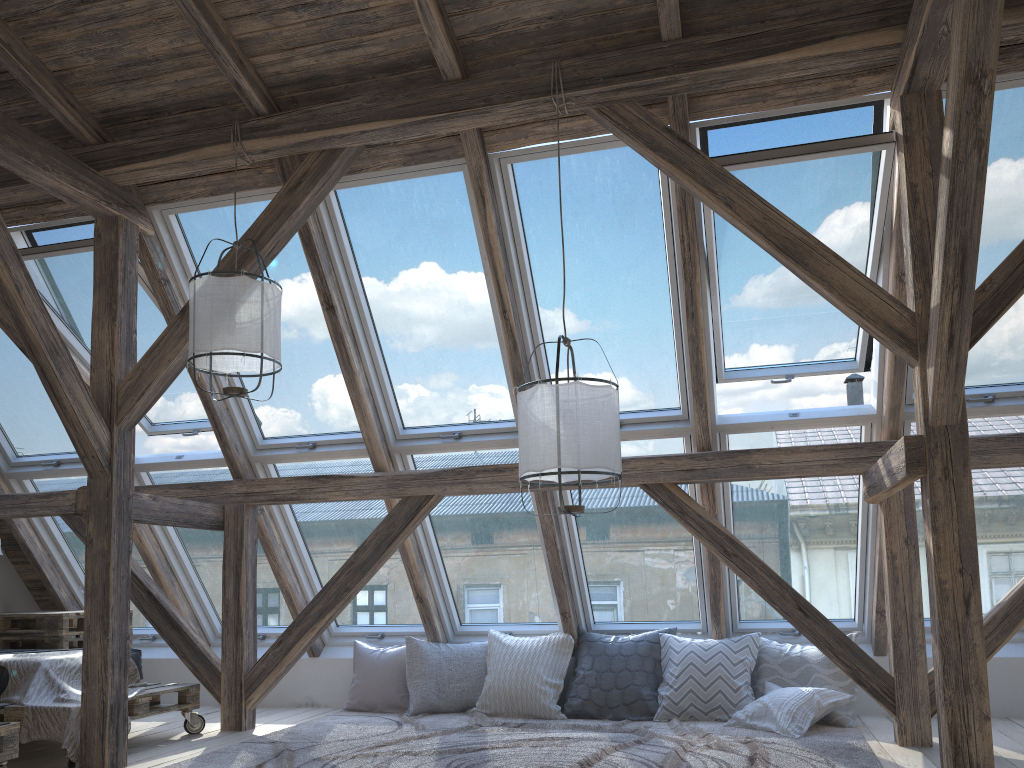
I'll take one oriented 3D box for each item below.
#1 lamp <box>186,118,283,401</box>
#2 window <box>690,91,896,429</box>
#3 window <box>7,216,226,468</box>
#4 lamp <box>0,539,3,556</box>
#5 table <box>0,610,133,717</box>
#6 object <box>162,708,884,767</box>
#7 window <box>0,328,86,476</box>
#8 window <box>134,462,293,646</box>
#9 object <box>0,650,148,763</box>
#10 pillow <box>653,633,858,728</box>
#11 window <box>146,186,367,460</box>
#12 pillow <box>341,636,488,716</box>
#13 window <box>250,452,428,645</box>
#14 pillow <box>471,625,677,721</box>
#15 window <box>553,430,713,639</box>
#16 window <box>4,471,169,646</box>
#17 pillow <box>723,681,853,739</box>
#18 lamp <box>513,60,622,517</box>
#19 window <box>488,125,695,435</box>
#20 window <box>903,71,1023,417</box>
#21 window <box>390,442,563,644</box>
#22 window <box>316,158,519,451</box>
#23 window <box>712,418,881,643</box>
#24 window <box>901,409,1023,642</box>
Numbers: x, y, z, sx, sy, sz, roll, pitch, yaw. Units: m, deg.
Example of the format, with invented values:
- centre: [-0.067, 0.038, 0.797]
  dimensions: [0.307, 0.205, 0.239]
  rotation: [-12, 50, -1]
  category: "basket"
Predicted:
- centre: [-1.237, -0.581, 3.951]
  dimensions: [0.400, 1.284, 0.413]
  rotation: [0, -7, -9]
  category: "lamp"
- centre: [1.348, -0.504, 4.247]
  dimensions: [0.857, 1.254, 1.430]
  rotation: [-3, -10, 15]
  category: "window"
- centre: [-2.206, -0.207, 5.185]
  dimensions: [0.857, 1.254, 1.373]
  rotation: [-3, -10, 15]
  category: "window"
- centre: [-3.742, 1.552, 5.684]
  dimensions: [0.823, 1.264, 0.395]
  rotation: [-1, -7, 1]
  category: "lamp"
- centre: [-3.163, 1.867, 5.828]
  dimensions: [1.018, 0.690, 0.686]
  rotation: [-4, -10, 15]
  category: "table"
- centre: [0.142, 1.807, 4.495]
  dimensions: [3.193, 0.055, 2.227]
  rotation: [-5, -13, 15]
  category: "object"
- centre: [-3.106, -0.142, 5.377]
  dimensions: [0.857, 1.255, 1.114]
  rotation: [-3, -9, 15]
  category: "window"
- centre: [-1.932, 1.163, 5.976]
  dimensions: [0.857, 1.255, 1.114]
  rotation: [-3, -9, 15]
  category: "window"
- centre: [-2.150, 1.633, 4.557]
  dimensions: [0.817, 0.465, 1.021]
  rotation: [10, -16, -44]
  category: "object"
- centre: [1.425, 1.713, 5.127]
  dimensions: [1.158, 0.525, 0.509]
  rotation: [-6, -10, 20]
  category: "pillow"
- centre: [-1.330, -0.291, 4.906]
  dimensions: [0.857, 1.255, 1.114]
  rotation: [-3, -9, 15]
  category: "window"
- centre: [-0.578, 1.904, 5.729]
  dimensions: [1.134, 0.516, 0.442]
  rotation: [-3, -9, 7]
  category: "pillow"
- centre: [-1.044, 1.089, 5.740]
  dimensions: [0.857, 1.255, 1.114]
  rotation: [-3, -9, 15]
  category: "window"
- centre: [0.374, 1.783, 5.454]
  dimensions: [1.275, 0.554, 0.475]
  rotation: [-5, -10, 16]
  category: "pillow"
- centre: [0.733, 0.940, 5.269]
  dimensions: [0.857, 1.255, 1.114]
  rotation: [-3, -9, 15]
  category: "window"
- centre: [-2.820, 1.238, 6.211]
  dimensions: [0.857, 1.255, 1.114]
  rotation: [-3, -9, 15]
  category: "window"
- centre: [1.476, 1.769, 4.770]
  dimensions: [0.477, 0.238, 0.545]
  rotation: [6, -14, -33]
  category: "pillow"
- centre: [0.212, -0.414, 3.537]
  dimensions: [0.401, 1.865, 0.412]
  rotation: [3, -8, -34]
  category: "lamp"
- centre: [0.447, -0.440, 4.435]
  dimensions: [0.857, 1.255, 1.114]
  rotation: [-3, -9, 15]
  category: "window"
- centre: [2.223, -0.589, 3.964]
  dimensions: [0.857, 1.255, 1.114]
  rotation: [-3, -9, 15]
  category: "window"
- centre: [-0.156, 1.014, 5.505]
  dimensions: [0.857, 1.255, 1.114]
  rotation: [-3, -9, 15]
  category: "window"
- centre: [-0.441, -0.366, 4.670]
  dimensions: [0.857, 1.255, 1.114]
  rotation: [-3, -9, 15]
  category: "window"
- centre: [1.621, 0.865, 5.034]
  dimensions: [0.857, 1.255, 1.114]
  rotation: [-3, -9, 15]
  category: "window"
- centre: [2.509, 0.791, 4.799]
  dimensions: [0.857, 1.255, 1.114]
  rotation: [-3, -9, 15]
  category: "window"
